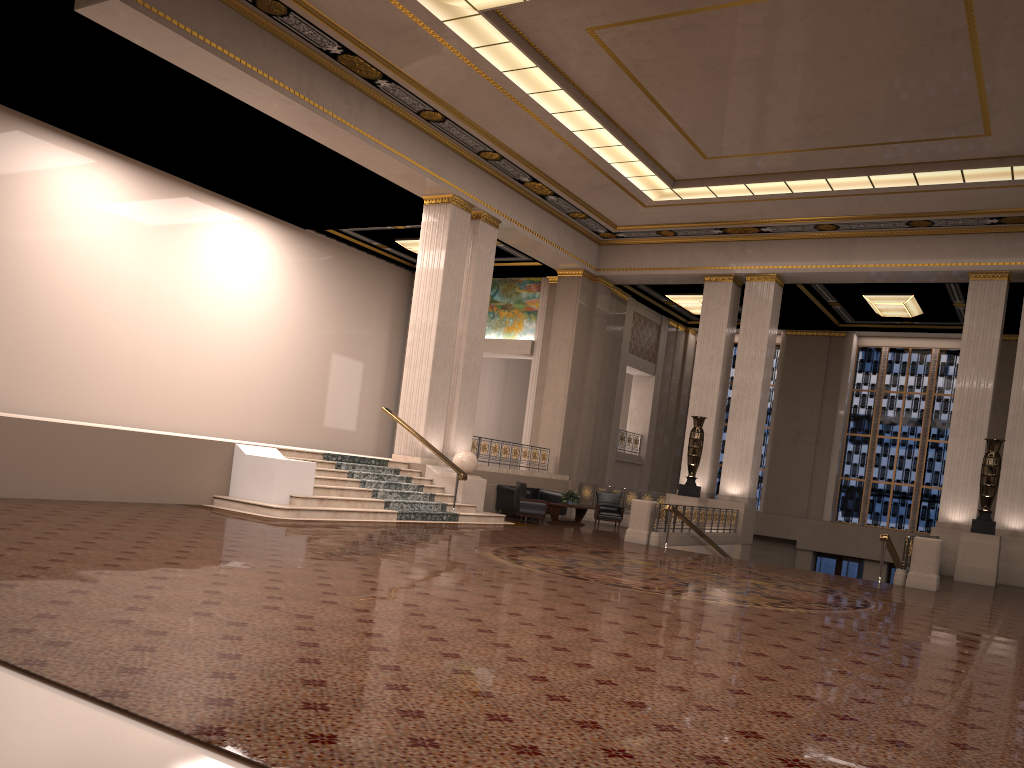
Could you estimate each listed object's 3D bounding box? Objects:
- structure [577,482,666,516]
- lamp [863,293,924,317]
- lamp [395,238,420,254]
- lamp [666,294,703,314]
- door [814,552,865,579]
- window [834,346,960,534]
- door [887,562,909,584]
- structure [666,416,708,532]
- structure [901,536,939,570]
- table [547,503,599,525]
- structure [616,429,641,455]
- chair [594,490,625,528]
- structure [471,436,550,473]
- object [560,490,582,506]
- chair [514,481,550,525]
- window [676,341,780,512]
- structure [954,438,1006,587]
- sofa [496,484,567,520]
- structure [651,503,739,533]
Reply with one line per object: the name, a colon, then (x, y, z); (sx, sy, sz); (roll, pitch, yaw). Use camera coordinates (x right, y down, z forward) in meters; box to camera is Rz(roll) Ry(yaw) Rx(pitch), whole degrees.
structure: (2.819, 2.976, 22.450); (2.521, 0.655, 0.032); (4, -1, 32)
lamp: (9.766, -1.983, 22.548); (1.161, 0.214, 2.034); (4, -6, 32)
lamp: (-1.939, -3.446, 22.349); (1.707, 0.214, 1.178); (4, -6, 32)
lamp: (5.319, -2.266, 25.291); (1.161, 0.214, 2.034); (4, -6, 32)
door: (9.569, 6.391, 26.112); (1.482, 2.729, 0.156); (7, 1, 32)
window: (11.351, 1.592, 25.849); (2.969, 5.367, 0.070); (7, 1, 32)
door: (11.335, 6.503, 25.023); (1.482, 2.729, 0.156); (7, 1, 32)
structure: (4.097, 2.133, 20.070); (0.695, 2.793, 0.704); (7, 1, 32)
structure: (7.523, 3.055, 16.150); (0.079, 0.537, 4.979); (8, -4, 32)
table: (1.252, 2.949, 19.916); (0.834, 0.435, 1.488); (4, -6, 32)
structure: (3.397, 1.743, 26.374); (0.031, 0.668, 2.174); (8, -4, 32)
chair: (2.337, 3.009, 21.232); (0.648, 0.845, 0.718); (7, -2, -3)
structure: (-0.033, 1.692, 20.858); (0.032, 0.624, 3.726); (8, -4, 32)
object: (1.327, 2.532, 19.758); (0.527, 0.376, 0.500); (9, -4, -26)
chair: (0.393, 2.512, 18.580); (0.718, 0.845, 0.647); (7, -1, -8)
window: (7.036, 1.318, 28.511); (2.969, 5.367, 0.070); (7, 1, 32)
structure: (9.111, 2.451, 16.978); (0.695, 2.793, 0.704); (7, 1, 32)
sofa: (0.494, 2.767, 20.395); (0.870, 0.706, 1.939); (5, -5, 32)
structure: (3.943, 2.827, 18.358); (0.079, 0.537, 4.979); (8, -4, 33)
